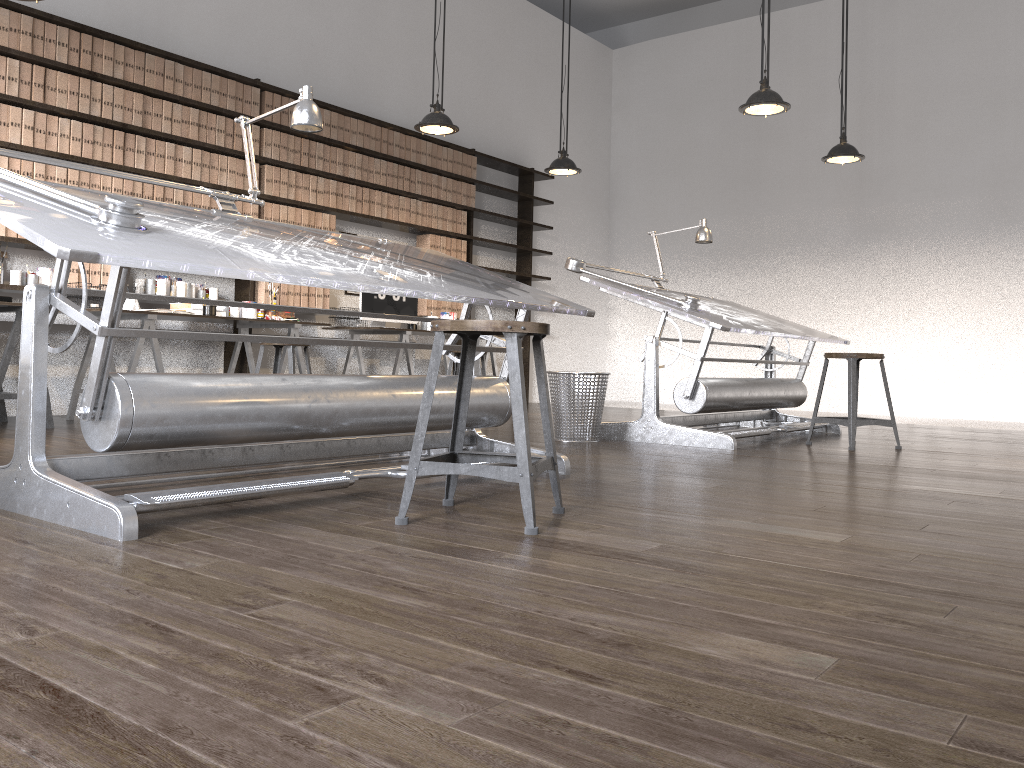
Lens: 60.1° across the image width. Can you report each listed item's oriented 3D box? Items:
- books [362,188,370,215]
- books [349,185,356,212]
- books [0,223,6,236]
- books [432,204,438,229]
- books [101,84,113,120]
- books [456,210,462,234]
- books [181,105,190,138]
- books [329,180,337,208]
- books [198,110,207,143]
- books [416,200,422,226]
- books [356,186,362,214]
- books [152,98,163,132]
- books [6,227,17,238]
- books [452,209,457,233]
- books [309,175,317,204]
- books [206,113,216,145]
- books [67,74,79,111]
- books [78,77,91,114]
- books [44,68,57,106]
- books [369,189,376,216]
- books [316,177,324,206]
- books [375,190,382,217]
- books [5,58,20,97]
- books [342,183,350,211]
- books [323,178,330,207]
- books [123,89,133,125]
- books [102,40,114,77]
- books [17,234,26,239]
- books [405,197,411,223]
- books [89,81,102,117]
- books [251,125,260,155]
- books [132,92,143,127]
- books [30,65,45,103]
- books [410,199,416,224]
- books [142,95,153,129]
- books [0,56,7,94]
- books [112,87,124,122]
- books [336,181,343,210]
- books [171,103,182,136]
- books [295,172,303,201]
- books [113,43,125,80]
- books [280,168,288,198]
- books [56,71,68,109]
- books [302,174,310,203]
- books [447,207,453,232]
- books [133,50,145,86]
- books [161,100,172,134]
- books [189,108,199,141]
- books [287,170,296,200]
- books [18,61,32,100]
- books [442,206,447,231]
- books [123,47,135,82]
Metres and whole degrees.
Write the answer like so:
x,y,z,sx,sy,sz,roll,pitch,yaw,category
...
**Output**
x,y,z,sx,sy,sz,roll,pitch,yaw,category
-1.279,-1.519,7.410,0.174,0.226,0.067,1,-1,37,books
-1.368,-1.519,7.295,0.174,0.226,0.066,1,-1,37,books
-3.013,-0.966,5.149,0.174,0.226,0.067,1,-1,37,books
-0.765,-1.521,8.080,0.174,0.226,0.067,1,-1,37,books
-2.624,-1.784,5.654,0.174,0.226,0.067,1,-1,37,books
-0.562,-1.522,8.353,0.174,0.226,0.066,1,-1,37,books
-2.295,-1.785,6.090,0.174,0.226,0.066,1,-1,37,books
-1.494,-1.519,7.128,0.174,0.226,0.067,1,-1,37,books
-2.214,-1.785,6.197,0.174,0.226,0.066,1,-1,37,books
-0.894,-1.521,7.915,0.174,0.226,0.066,1,-1,37,books
-1.328,-1.519,7.354,0.174,0.226,0.066,1,-1,37,books
-2.420,-1.785,5.927,0.174,0.226,0.066,1,-1,37,books
-2.976,-0.966,5.206,0.174,0.226,0.066,1,-1,37,books
-0.605,-1.522,8.296,0.174,0.226,0.066,1,-1,37,books
-1.618,-1.518,6.968,0.174,0.226,0.067,1,-1,37,books
-2.171,-1.785,6.254,0.174,0.226,0.066,1,-1,37,books
-2.757,-1.783,5.479,0.174,0.226,0.067,1,-1,37,books
-2.713,-1.783,5.537,0.174,0.226,0.066,1,-1,37,books
-2.840,-1.783,5.381,0.174,0.226,0.066,1,-1,37,books
-1.238,-1.520,7.472,0.174,0.226,0.066,1,-1,37,books
-1.575,-1.518,7.027,0.174,0.226,0.066,1,-1,37,books
-1.192,-1.520,7.520,0.174,0.226,0.066,1,-1,37,books
-2.970,-1.782,5.204,0.174,0.226,0.066,1,-1,37,books
-1.414,-1.519,7.241,0.174,0.226,0.066,1,-1,37,books
-1.538,-1.519,7.078,0.174,0.226,0.066,1,-1,37,books
-2.545,-1.784,5.764,0.174,0.226,0.066,1,-1,37,books
-2.621,-2.061,5.656,0.174,0.226,0.066,1,-1,37,books
-2.933,-0.966,5.262,0.174,0.226,0.066,1,-1,37,books
-0.980,-1.520,7.798,0.174,0.226,0.067,1,-1,37,books
-2.671,-1.784,5.596,0.174,0.226,0.066,1,-1,37,books
-1.946,-1.786,6.543,0.174,0.226,0.066,1,-1,37,books
-2.501,-1.784,5.814,0.174,0.226,0.067,1,-1,37,books
-2.881,-1.783,5.319,0.174,0.226,0.067,1,-1,37,books
-0.936,-1.521,7.855,0.174,0.226,0.066,1,-1,37,books
-2.464,-1.784,5.873,0.174,0.226,0.066,1,-1,37,books
-3.017,-1.782,5.150,0.174,0.226,0.066,1,-1,37,books
-2.582,-1.784,5.713,0.174,0.226,0.066,1,-1,37,books
-1.457,-1.519,7.185,0.174,0.226,0.066,1,-1,37,books
-2.331,-1.785,6.039,0.174,0.226,0.066,1,-1,37,books
-1.707,-1.518,6.861,0.174,0.226,0.066,1,-1,37,books
-2.579,-2.061,5.715,0.174,0.226,0.066,1,-1,37,books
-1.788,-1.518,6.743,0.174,0.226,0.066,1,-1,37,books
-2.799,-1.783,5.432,0.174,0.226,0.066,1,-1,37,books
-1.663,-1.518,6.915,0.174,0.226,0.066,1,-1,37,books
-0.641,-1.522,8.239,0.174,0.226,0.067,1,-1,37,books
-2.496,-2.062,5.827,0.174,0.226,0.066,1,-1,37,books
-2.374,-1.785,5.981,0.174,0.226,0.067,1,-1,37,books
-2.250,-1.785,6.140,0.174,0.226,0.067,1,-1,37,books
-1.747,-1.518,6.803,0.174,0.226,0.066,1,-1,37,books
-2.931,-1.783,5.263,0.174,0.226,0.066,1,-1,37,books
-0.686,-1.522,8.189,0.174,0.226,0.066,1,-1,37,books
-2.540,-2.062,5.773,0.174,0.226,0.066,1,-1,37,books
